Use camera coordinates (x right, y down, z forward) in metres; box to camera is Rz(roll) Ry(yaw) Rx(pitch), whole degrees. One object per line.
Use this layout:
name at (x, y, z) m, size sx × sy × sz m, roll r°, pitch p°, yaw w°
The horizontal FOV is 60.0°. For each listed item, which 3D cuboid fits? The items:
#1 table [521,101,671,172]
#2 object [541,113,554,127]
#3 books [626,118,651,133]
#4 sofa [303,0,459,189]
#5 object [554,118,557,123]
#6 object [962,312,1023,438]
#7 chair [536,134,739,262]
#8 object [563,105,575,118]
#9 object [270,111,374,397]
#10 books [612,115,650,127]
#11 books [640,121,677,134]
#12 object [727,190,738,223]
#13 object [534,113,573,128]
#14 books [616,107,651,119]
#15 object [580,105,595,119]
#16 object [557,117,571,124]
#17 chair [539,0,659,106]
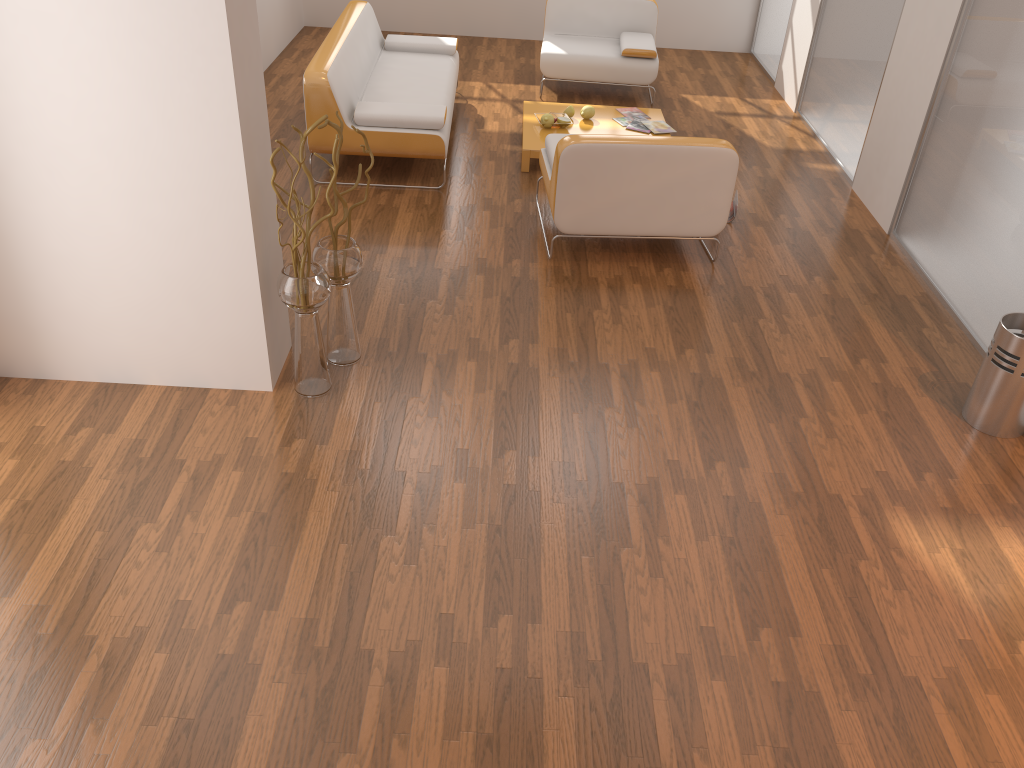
table at (0.571, -1.684, 6.082) m, size 1.000 × 0.150 × 1.000 m, roll 3°, pitch 35°, yaw -1°
object at (0.239, -1.768, 5.948) m, size 0.102 × 0.095 × 0.101 m, roll -16°, pitch 39°, yaw -26°
books at (0.898, -1.780, 6.108) m, size 0.171 × 0.004 × 0.249 m, roll 16°, pitch 37°, yaw 18°
sofa at (-0.806, -2.040, 6.017) m, size 0.825 × 0.661 × 2.010 m, roll 2°, pitch 35°, yaw -2°
object at (0.264, -1.798, 6.037) m, size 0.134 × 0.037 × 0.061 m, roll 7°, pitch 35°, yaw 5°
object at (2.026, -0.034, 3.584) m, size 0.248 × 0.450 × 0.248 m, roll 31°, pitch 43°, yaw 34°
chair at (0.643, -1.139, 4.855) m, size 0.923 × 0.661 × 0.825 m, roll 0°, pitch 35°, yaw -5°
object at (0.395, -1.890, 6.152) m, size 0.080 × 0.087 × 0.094 m, roll 20°, pitch 38°, yaw 21°
object at (-0.757, -0.452, 3.343) m, size 0.284 × 1.112 × 0.655 m, roll 15°, pitch 36°, yaw 16°
books at (0.841, -1.835, 6.189) m, size 0.249 × 0.004 × 0.171 m, roll -12°, pitch 38°, yaw -21°
books at (1.006, -1.766, 6.091) m, size 0.171 × 0.004 × 0.249 m, roll -7°, pitch 36°, yaw -15°
object at (1.244, -1.118, 5.274) m, size 0.189 × 0.217 × 0.281 m, roll 8°, pitch 35°, yaw 7°
object at (0.278, -1.780, 6.018) m, size 0.227 × 0.048 × 0.227 m, roll -3°, pitch 35°, yaw -10°
books at (0.862, -1.931, 6.328) m, size 0.171 × 0.004 × 0.249 m, roll -8°, pitch 37°, yaw -17°
object at (0.525, -1.885, 6.154) m, size 0.105 × 0.091 × 0.103 m, roll 0°, pitch 35°, yaw -6°
object at (0.349, -1.764, 5.989) m, size 0.091 × 0.065 × 0.092 m, roll -21°, pitch 42°, yaw -31°
chair at (0.701, -2.713, 7.125) m, size 0.923 × 0.661 × 0.825 m, roll 5°, pitch 35°, yaw 2°
